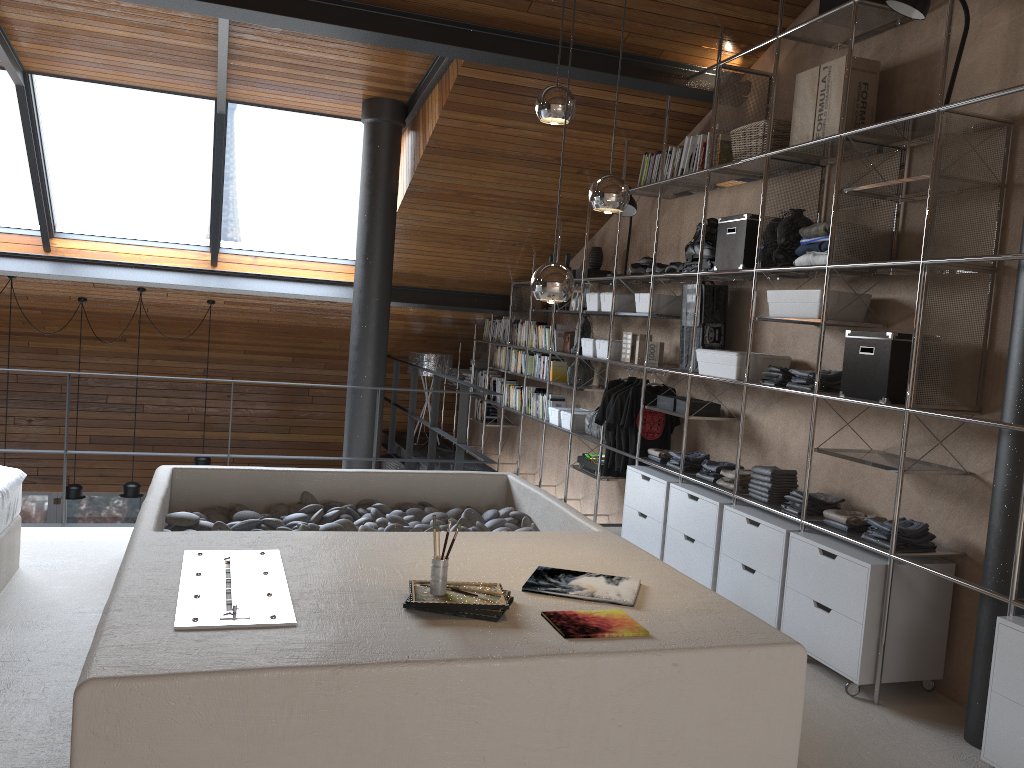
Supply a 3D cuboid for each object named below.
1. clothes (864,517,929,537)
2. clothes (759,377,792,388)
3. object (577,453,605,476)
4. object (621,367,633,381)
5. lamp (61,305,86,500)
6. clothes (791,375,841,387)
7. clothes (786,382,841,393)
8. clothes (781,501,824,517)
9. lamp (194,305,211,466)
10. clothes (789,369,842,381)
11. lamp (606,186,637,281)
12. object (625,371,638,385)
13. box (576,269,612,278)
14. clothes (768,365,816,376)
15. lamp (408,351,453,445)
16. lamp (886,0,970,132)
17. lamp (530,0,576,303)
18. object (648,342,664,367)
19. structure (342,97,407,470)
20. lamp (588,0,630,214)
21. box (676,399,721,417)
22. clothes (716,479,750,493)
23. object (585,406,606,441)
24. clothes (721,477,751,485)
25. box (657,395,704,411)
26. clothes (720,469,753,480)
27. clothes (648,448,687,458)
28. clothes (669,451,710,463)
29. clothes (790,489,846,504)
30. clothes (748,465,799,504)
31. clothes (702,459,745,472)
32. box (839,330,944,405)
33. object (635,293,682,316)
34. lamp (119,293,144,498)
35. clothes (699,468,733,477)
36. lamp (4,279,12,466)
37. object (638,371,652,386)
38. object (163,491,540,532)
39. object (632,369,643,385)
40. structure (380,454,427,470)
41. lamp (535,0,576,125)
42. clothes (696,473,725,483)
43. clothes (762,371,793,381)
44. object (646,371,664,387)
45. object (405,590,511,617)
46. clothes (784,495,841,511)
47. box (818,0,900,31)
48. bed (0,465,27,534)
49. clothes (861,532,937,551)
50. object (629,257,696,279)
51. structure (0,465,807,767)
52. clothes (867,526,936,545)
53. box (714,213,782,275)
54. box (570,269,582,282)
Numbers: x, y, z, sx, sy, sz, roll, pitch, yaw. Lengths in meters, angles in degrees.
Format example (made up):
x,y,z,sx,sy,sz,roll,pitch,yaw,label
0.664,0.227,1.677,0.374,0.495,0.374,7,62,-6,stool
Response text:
x,y,z,sx,sy,sz,roll,pitch,yaw,label
1.606,0.589,3.683,0.200,0.052,0.194,3,4,-17,clothes
1.387,-0.009,4.469,0.243,0.045,0.208,3,4,-19,clothes
0.693,0.589,6.496,0.320,0.114,0.405,3,4,-19,object
0.812,-0.057,6.108,0.283,0.118,0.016,3,4,-19,object
-4.038,0.069,8.256,0.210,2.002,0.210,6,4,19,lamp
1.454,-0.015,4.210,0.215,0.047,0.191,3,4,-18,clothes
1.468,0.011,4.220,0.243,0.045,0.208,3,4,-19,clothes
1.430,0.592,4.243,0.243,0.045,0.208,3,4,-19,clothes
-2.910,0.030,8.447,0.210,1.565,0.210,6,4,19,lamp
1.458,-0.046,4.225,0.200,0.052,0.194,3,4,-17,clothes
0.807,-1.083,6.372,0.233,0.660,0.322,7,5,35,lamp
0.821,-0.011,6.065,0.387,0.197,0.009,3,4,-23,object
0.628,-0.838,6.839,0.208,0.079,0.207,3,4,-22,box
1.405,-0.062,4.457,0.200,0.052,0.194,3,4,-18,clothes
-0.910,0.167,9.595,0.475,1.002,0.475,5,4,5,lamp
1.713,-1.407,3.691,0.322,0.660,0.233,8,6,44,lamp
0.198,-1.150,2.895,0.146,1.771,0.146,5,4,7,lamp
0.934,-0.194,5.756,0.074,0.156,0.078,7,5,31,object
-1.075,0.765,6.481,1.197,5.699,1.689,3,4,-19,structure
0.394,-1.335,3.077,0.146,1.474,0.146,5,4,12,lamp
1.103,0.144,5.263,0.208,0.079,0.207,4,4,-7,box
1.249,0.538,4.745,0.238,0.053,0.212,3,4,-21,clothes
0.675,0.273,6.484,0.166,0.247,0.376,3,4,-21,object
1.240,0.510,4.721,0.229,0.052,0.199,3,4,-15,clothes
1.038,0.123,5.487,0.208,0.079,0.207,3,4,-20,box
1.246,0.483,4.732,0.212,0.047,0.187,3,4,-18,clothes
0.985,0.433,5.543,0.221,0.050,0.196,3,4,-16,clothes
1.069,0.433,5.307,0.200,0.052,0.194,3,4,-17,clothes
1.448,0.539,4.231,0.200,0.052,0.194,3,4,-18,clothes
1.321,0.503,4.466,0.184,0.172,0.201,3,4,-17,clothes
1.189,0.463,4.970,0.204,0.049,0.184,3,4,-19,clothes
1.609,-0.070,3.773,0.266,0.295,0.289,3,4,-19,box
0.969,-0.514,5.756,0.290,0.124,0.222,3,4,-19,object
-3.435,0.080,8.112,0.210,1.911,0.210,6,4,19,lamp
1.169,0.491,4.969,0.203,0.053,0.198,3,4,-15,clothes
-4.387,0.097,7.708,0.210,2.034,0.210,6,4,19,lamp
0.880,0.006,5.887,0.387,0.197,0.009,3,4,-23,object
-0.656,0.699,3.950,1.842,0.246,1.436,3,4,-19,object
0.859,0.000,5.949,0.387,0.197,0.009,3,4,-23,object
-1.258,1.172,10.280,0.462,0.735,0.488,7,5,31,structure
0.197,-1.530,3.126,0.146,1.204,0.146,5,4,12,lamp
1.182,0.517,4.983,0.242,0.048,0.207,3,4,-21,clothes
1.404,-0.031,4.476,0.215,0.047,0.191,3,4,-19,clothes
0.927,-0.023,5.760,0.283,0.118,0.016,3,4,-19,object
-0.152,0.622,2.579,0.276,0.013,0.207,5,4,6,object
1.448,0.569,4.250,0.215,0.047,0.191,3,4,-19,clothes
1.631,-1.846,4.111,0.266,0.295,0.289,3,4,-19,box
-2.740,0.569,2.662,2.011,0.484,1.826,3,4,-19,bed
1.615,0.646,3.678,0.243,0.045,0.208,3,4,-19,clothes
0.978,-0.767,5.783,0.286,0.141,0.657,2,4,-26,object
-1.740,0.514,2.986,4.613,1.120,2.634,3,4,-19,structure
1.601,0.620,3.668,0.215,0.047,0.191,3,4,-18,clothes
1.297,-0.752,4.810,0.266,0.295,0.289,3,4,-19,box
0.567,-0.857,7.048,0.208,0.079,0.207,4,4,-5,box
